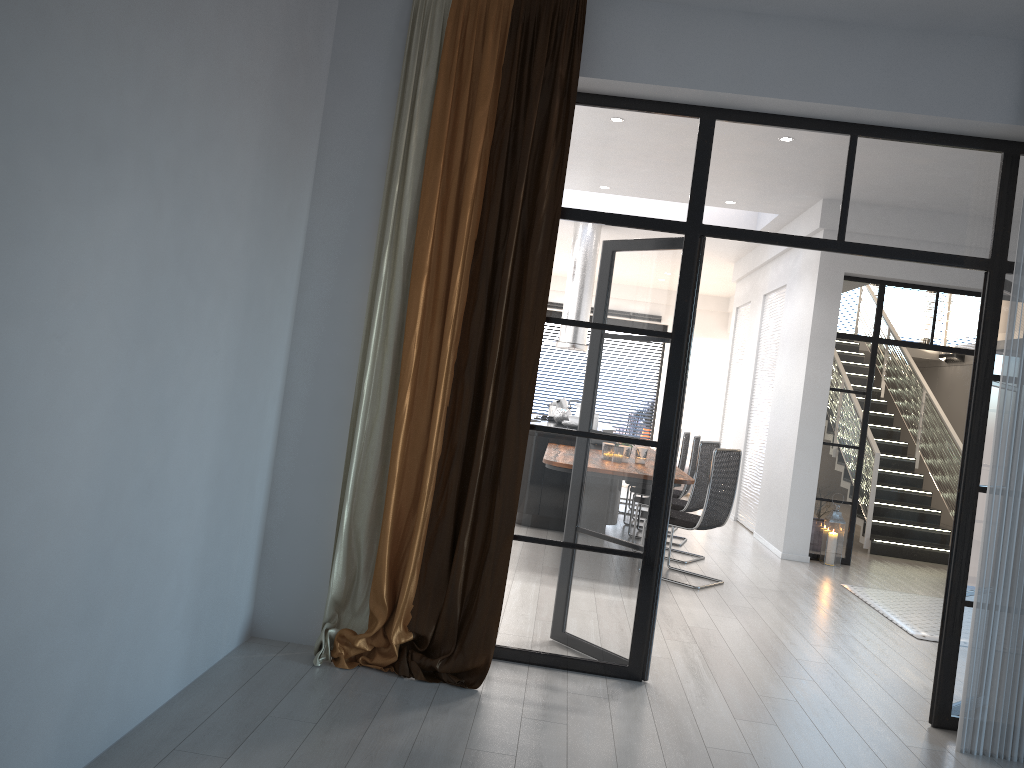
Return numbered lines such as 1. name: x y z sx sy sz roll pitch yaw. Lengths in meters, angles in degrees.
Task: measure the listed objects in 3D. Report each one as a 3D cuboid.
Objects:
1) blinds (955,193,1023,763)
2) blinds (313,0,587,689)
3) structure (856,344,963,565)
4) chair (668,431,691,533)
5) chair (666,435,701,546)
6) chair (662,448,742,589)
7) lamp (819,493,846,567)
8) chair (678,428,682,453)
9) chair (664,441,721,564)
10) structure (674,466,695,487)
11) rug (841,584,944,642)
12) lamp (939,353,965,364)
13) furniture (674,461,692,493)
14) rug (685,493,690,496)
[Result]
1. blinds: 2.729 0.141 3.752 1.301 3.070 0.052 8 -1 4
2. blinds: -0.259 -0.269 3.863 0.811 3.046 0.254 8 -1 3
3. structure: 5.228 0.148 11.147 2.394 3.603 5.799 8 0 4
4. chair: 1.483 0.959 9.140 0.537 1.019 0.470 7 -1 19
5. chair: 1.437 0.957 8.423 0.537 1.019 0.470 7 -1 19
6. chair: 1.324 0.952 6.671 0.537 1.019 0.470 7 -1 39
7. lamp: 2.983 1.343 8.215 0.148 0.665 0.157 8 -1 4
8. chair: 1.531 0.961 9.953 0.537 1.019 0.470 7 -1 24
9. chair: 1.393 0.956 7.607 0.537 1.019 0.470 7 -1 34
10. structure: 0.701 0.923 8.800 1.378 0.887 5.638 8 0 4
11. rug: 3.771 1.781 6.417 2.276 0.020 1.584 8 0 3
12. lamp: 6.555 -0.379 13.224 0.152 0.124 0.567 8 0 4
13. furniture: 2.286 1.328 12.657 0.699 0.460 0.699 8 0 -1
14. rug: 2.104 1.517 13.832 1.624 0.020 2.518 8 0 3
